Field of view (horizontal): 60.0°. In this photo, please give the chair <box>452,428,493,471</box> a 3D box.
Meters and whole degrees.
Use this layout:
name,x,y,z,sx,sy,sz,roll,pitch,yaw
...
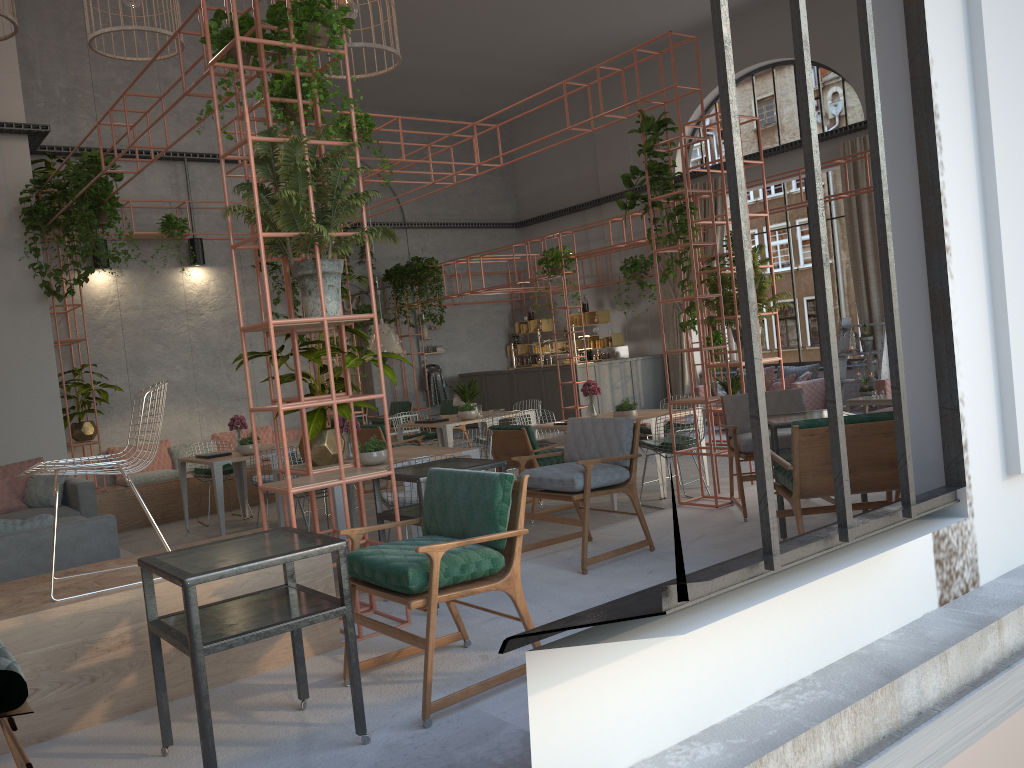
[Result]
name,x,y,z,sx,sy,sz,roll,pitch,yaw
chair,-0.493,0.926,8.240,0.717,0.941,0.565,-8,3,-41

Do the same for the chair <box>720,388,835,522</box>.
name,x,y,z,sx,sy,sz,roll,pitch,yaw
chair,2.056,0.525,6.912,0.722,0.914,0.685,-6,2,3

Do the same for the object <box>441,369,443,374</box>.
name,x,y,z,sx,sy,sz,roll,pitch,yaw
object,-1.616,-0.305,20.408,0.033,0.146,0.070,-5,2,24

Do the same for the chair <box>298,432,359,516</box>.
name,x,y,z,sx,sy,sz,roll,pitch,yaw
chair,-2.144,1.017,10.419,0.717,0.941,0.565,-8,3,-41

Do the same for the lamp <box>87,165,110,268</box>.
name,x,y,z,sx,sy,sz,roll,pitch,yaw
lamp,-5.240,-2.178,11.152,0.179,1.425,0.185,-8,3,-37

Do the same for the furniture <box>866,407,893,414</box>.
name,x,y,z,sx,sy,sz,roll,pitch,yaw
furniture,4.945,0.500,10.841,0.941,0.446,0.976,-8,3,-37

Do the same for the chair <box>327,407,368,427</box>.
name,x,y,z,sx,sy,sz,roll,pitch,yaw
chair,-3.271,0.866,17.779,0.685,0.930,0.722,-8,3,-37

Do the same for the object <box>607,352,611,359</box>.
name,x,y,z,sx,sy,sz,roll,pitch,yaw
object,2.084,-0.613,19.059,0.073,0.131,0.073,-8,3,-44

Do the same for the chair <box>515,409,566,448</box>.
name,x,y,z,sx,sy,sz,roll,pitch,yaw
chair,0.430,0.759,10.045,0.565,0.941,0.717,-8,3,-36

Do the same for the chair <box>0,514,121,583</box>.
name,x,y,z,sx,sy,sz,roll,pitch,yaw
chair,-3.285,1.201,5.919,1.056,0.586,1.127,-8,3,-37

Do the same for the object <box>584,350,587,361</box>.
name,x,y,z,sx,sy,sz,roll,pitch,yaw
object,1.599,-0.654,19.351,0.066,0.291,0.066,-4,3,37

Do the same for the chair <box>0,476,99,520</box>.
name,x,y,z,sx,sy,sz,roll,pitch,yaw
chair,-4.575,1.290,8.300,1.127,0.672,1.052,-8,3,-37

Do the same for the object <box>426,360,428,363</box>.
name,x,y,z,sx,sy,sz,roll,pitch,yaw
object,-1.968,-0.513,20.141,0.093,0.121,0.049,-8,3,-35

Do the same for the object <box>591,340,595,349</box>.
name,x,y,z,sx,sy,sz,roll,pitch,yaw
object,1.735,-0.852,19.111,0.069,0.191,0.069,-7,2,-25

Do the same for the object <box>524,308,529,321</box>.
name,x,y,z,sx,sy,sz,roll,pitch,yaw
object,0.359,-1.646,21.086,0.134,0.301,0.134,-4,3,42

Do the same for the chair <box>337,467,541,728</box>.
name,x,y,z,sx,sy,sz,roll,pitch,yaw
chair,-0.337,0.883,3.984,0.685,0.929,0.722,-8,3,-37

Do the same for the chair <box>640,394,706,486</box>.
name,x,y,z,sx,sy,sz,roll,pitch,yaw
chair,1.782,0.620,9.915,0.717,0.941,0.565,-8,3,-41

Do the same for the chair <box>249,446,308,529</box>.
name,x,y,z,sx,sy,sz,roll,pitch,yaw
chair,-2.368,1.092,9.075,0.565,0.941,0.717,-7,2,-21

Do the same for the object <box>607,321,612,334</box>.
name,x,y,z,sx,sy,sz,roll,pitch,yaw
object,2.081,-1.203,18.854,0.075,0.273,0.075,-4,3,42

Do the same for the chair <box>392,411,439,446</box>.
name,x,y,z,sx,sy,sz,roll,pitch,yaw
chair,-1.264,0.854,12.252,0.565,0.941,0.717,-8,3,-36

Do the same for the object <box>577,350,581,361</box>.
name,x,y,z,sx,sy,sz,roll,pitch,yaw
object,1.490,-0.626,19.498,0.072,0.248,0.094,-8,3,-37

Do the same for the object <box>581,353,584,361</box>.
name,x,y,z,sx,sy,sz,roll,pitch,yaw
object,1.547,-0.629,19.414,0.082,0.246,0.082,-6,2,-5

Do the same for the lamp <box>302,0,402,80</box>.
name,x,y,z,sx,sy,sz,roll,pitch,yaw
lamp,-1.630,-4.632,7.985,0.883,3.476,0.883,-5,2,15

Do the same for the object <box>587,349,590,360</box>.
name,x,y,z,sx,sy,sz,roll,pitch,yaw
object,1.667,-0.658,19.410,0.065,0.280,0.065,-6,2,6

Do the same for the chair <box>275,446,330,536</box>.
name,x,y,z,sx,sy,sz,roll,pitch,yaw
chair,-1.844,1.064,8.370,0.565,0.941,0.717,-8,3,-36

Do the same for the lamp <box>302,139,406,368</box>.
name,x,y,z,sx,sy,sz,roll,pitch,yaw
lamp,-3.338,-2.336,15.738,0.704,4.052,4.456,-8,3,-37

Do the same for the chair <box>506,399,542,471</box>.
name,x,y,z,sx,sy,sz,roll,pitch,yaw
chair,0.087,0.716,12.122,0.717,0.941,0.565,-8,3,-41

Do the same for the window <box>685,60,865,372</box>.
name,x,y,z,sx,sy,sz,roll,pitch,yaw
window,4.898,-3.066,16.408,0.089,5.538,4.127,-8,3,-37

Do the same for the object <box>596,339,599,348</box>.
name,x,y,z,sx,sy,sz,roll,pitch,yaw
object,1.833,-0.857,18.980,0.069,0.191,0.069,-6,2,-2

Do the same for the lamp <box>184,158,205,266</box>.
name,x,y,z,sx,sy,sz,roll,pitch,yaw
lamp,-4.285,-2.307,11.881,0.179,1.425,0.185,-8,3,-37

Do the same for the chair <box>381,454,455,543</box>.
name,x,y,z,sx,sy,sz,roll,pitch,yaw
chair,-0.717,1.001,6.896,0.565,0.941,0.717,-7,2,-21

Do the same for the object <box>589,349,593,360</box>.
name,x,y,z,sx,sy,sz,roll,pitch,yaw
object,1.730,-0.670,19.462,0.074,0.287,0.072,-6,2,-5

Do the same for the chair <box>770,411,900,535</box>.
name,x,y,z,sx,sy,sz,roll,pitch,yaw
chair,1.874,0.615,5.014,0.722,0.917,0.685,-6,2,3

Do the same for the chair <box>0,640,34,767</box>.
name,x,y,z,sx,sy,sz,roll,pitch,yaw
chair,-1.888,1.093,2.800,0.685,0.929,0.722,-8,3,-37

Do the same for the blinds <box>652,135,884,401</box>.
name,x,y,z,sx,sy,sz,roll,pitch,yaw
blinds,4.542,-1.777,16.230,0.414,4.389,4.957,-8,3,-36

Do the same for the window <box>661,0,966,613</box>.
name,x,y,z,sx,sy,sz,roll,pitch,yaw
window,0.068,-2.021,2.523,4.126,5.544,0.089,-8,3,-37

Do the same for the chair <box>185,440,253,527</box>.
name,x,y,z,sx,sy,sz,roll,pitch,yaw
chair,-3.495,1.155,10.549,0.565,0.941,0.717,-8,3,-36

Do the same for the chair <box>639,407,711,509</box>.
name,x,y,z,sx,sy,sz,roll,pitch,yaw
chair,1.558,0.696,8.571,0.565,0.941,0.717,-7,2,-21

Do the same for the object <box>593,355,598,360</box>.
name,x,y,z,sx,sy,sz,roll,pitch,yaw
object,1.803,-0.573,19.100,0.115,0.107,0.115,-8,3,-40

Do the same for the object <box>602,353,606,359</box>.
name,x,y,z,sx,sy,sz,roll,pitch,yaw
object,1.974,-0.598,18.968,0.073,0.131,0.073,-8,3,-44

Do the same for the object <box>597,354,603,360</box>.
name,x,y,z,sx,sy,sz,roll,pitch,yaw
object,1.881,-0.577,18.997,0.115,0.107,0.115,-5,2,19

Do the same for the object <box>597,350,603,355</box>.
name,x,y,z,sx,sy,sz,roll,pitch,yaw
object,1.884,-0.686,19.082,0.115,0.107,0.115,-5,2,19

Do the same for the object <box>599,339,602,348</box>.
name,x,y,z,sx,sy,sz,roll,pitch,yaw
object,1.888,-0.860,18.908,0.069,0.191,0.069,-7,2,-20

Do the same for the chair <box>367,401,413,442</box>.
name,x,y,z,sx,sy,sz,roll,pitch,yaw
chair,-2.225,0.808,16.399,0.685,0.930,0.722,-8,3,-37

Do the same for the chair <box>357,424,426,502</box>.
name,x,y,z,sx,sy,sz,roll,pitch,yaw
chair,-1.481,0.928,11.023,0.685,0.917,0.722,-8,3,-37

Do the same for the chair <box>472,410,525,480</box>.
name,x,y,z,sx,sy,sz,roll,pitch,yaw
chair,-0.137,0.791,10.778,0.565,0.941,0.717,-7,2,-21

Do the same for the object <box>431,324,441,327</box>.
name,x,y,z,sx,sy,sz,roll,pitch,yaw
object,-1.750,-1.349,20.285,0.263,0.101,0.013,-8,3,-37

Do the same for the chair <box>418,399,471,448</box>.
name,x,y,z,sx,sy,sz,roll,pitch,yaw
chair,-1.156,0.749,14.988,0.685,0.929,0.722,-8,3,-37

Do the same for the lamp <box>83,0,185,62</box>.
name,x,y,z,sx,sy,sz,roll,pitch,yaw
lamp,-3.881,-5.060,8.687,0.883,3.476,0.883,-5,2,15

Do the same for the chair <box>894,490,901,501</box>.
name,x,y,z,sx,sy,sz,roll,pitch,yaw
chair,3.064,0.450,6.081,0.685,0.914,0.722,-6,2,3

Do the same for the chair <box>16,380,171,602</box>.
name,x,y,z,sx,sy,sz,roll,pitch,yaw
chair,-1.985,0.484,4.294,0.717,0.941,0.565,-7,2,-28

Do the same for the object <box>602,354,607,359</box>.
name,x,y,z,sx,sy,sz,roll,pitch,yaw
object,1.980,-0.590,19.072,0.115,0.107,0.115,-7,3,-31

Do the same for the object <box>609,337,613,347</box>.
name,x,y,z,sx,sy,sz,roll,pitch,yaw
object,2.107,-0.883,18.688,0.131,0.207,0.131,-6,2,8

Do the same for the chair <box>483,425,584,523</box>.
name,x,y,z,sx,sy,sz,roll,pitch,yaw
chair,0.213,0.833,8.815,0.685,0.917,0.722,-8,3,-37

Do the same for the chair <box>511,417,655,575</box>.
name,x,y,z,sx,sy,sz,roll,pitch,yaw
chair,0.460,0.719,6.057,0.685,0.929,0.722,-8,3,-37

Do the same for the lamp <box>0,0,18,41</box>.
name,x,y,z,sx,sy,sz,roll,pitch,yaw
lamp,-4.762,-4.693,7.259,0.883,3.476,0.883,-5,2,15
